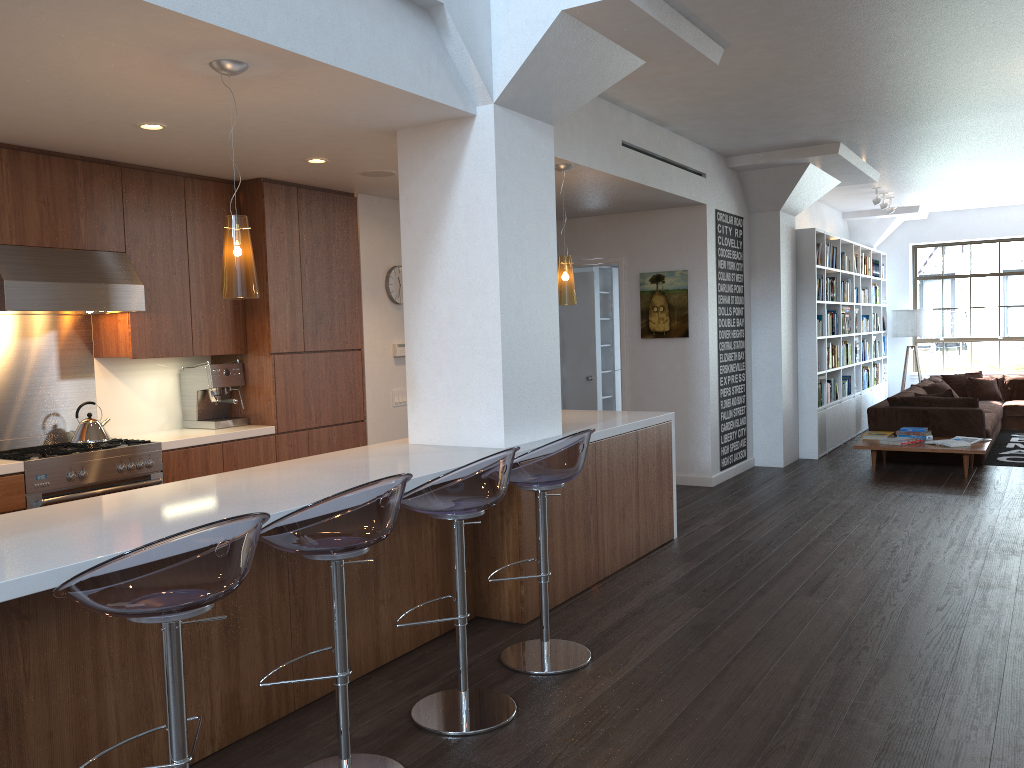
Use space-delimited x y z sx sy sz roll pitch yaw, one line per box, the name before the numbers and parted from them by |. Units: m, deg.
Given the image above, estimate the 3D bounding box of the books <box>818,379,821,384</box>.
books | 3.230 -0.033 9.551 0.174 0.045 0.240 -1 4 21

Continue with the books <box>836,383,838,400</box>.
books | 3.670 0.069 10.268 0.174 0.236 0.142 0 4 31

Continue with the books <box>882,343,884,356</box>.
books | 5.340 -0.507 12.956 0.161 0.213 0.118 0 4 32

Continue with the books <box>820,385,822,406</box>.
books | 3.258 0.128 9.576 0.161 0.223 0.032 0 4 32

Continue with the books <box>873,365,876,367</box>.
books | 5.007 -0.126 12.463 0.198 0.284 0.066 0 4 32

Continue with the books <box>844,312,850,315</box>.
books | 4.041 -0.867 10.929 0.223 0.027 0.161 -1 4 21

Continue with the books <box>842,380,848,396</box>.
books | 4.027 0.046 10.833 0.139 0.191 0.036 0 4 32

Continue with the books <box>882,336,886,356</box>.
books | 5.415 -0.556 13.085 0.176 0.290 0.053 0 4 32

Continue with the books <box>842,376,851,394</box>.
books | 4.141 0.011 11.027 0.140 0.231 0.042 0 4 32

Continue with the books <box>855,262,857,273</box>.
books | 4.253 -1.491 11.189 0.161 0.207 0.130 0 4 31

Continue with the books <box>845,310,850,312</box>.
books | 4.054 -0.892 10.909 0.144 0.024 0.208 1 4 37

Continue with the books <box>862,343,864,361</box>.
books | 4.500 -0.418 11.596 0.174 0.243 0.085 0 4 32

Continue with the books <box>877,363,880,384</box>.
books | 5.188 -0.151 12.740 0.176 0.290 0.053 0 4 32

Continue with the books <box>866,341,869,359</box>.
books | 4.701 -0.447 11.934 0.170 0.251 0.118 0 4 32

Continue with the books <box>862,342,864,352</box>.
books | 4.515 -0.426 11.633 0.182 0.255 0.077 0 4 32

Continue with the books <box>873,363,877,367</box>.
books | 5.091 -0.140 12.542 0.140 0.298 0.044 0 4 32

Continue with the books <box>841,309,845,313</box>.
books | 3.850 -0.864 10.552 0.174 0.045 0.240 0 4 31

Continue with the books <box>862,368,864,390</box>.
books | 4.520 -0.063 11.657 0.198 0.284 0.066 0 4 31

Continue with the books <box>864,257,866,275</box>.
books | 4.607 -1.557 11.775 0.171 0.246 0.057 0 4 32

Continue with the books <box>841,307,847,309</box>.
books | 3.844 -0.899 10.526 0.223 0.027 0.161 1 4 41

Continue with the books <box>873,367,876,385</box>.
books | 4.991 -0.107 12.406 0.183 0.253 0.037 0 4 32

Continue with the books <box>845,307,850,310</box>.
books | 4.056 -0.925 10.900 0.185 0.043 0.129 -5 5 -44

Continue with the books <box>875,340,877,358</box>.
books | 5.040 -0.492 12.489 0.183 0.253 0.042 0 4 32

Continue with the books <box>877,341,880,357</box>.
books | 5.158 -0.493 12.680 0.168 0.228 0.139 0 4 32

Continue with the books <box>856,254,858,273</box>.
books | 4.323 -1.523 11.316 0.160 0.251 0.039 0 4 32

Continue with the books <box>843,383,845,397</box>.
books | 3.950 0.070 10.698 0.120 0.167 0.020 0 4 32

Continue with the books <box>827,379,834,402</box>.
books | 3.573 0.068 10.120 0.180 0.259 0.042 0 4 32

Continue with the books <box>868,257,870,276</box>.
books | 4.740 -1.578 11.988 0.183 0.253 0.034 0 4 32

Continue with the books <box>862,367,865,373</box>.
books | 4.585 -0.074 11.746 0.176 0.290 0.053 0 4 31

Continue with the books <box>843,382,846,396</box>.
books | 3.982 0.066 10.738 0.107 0.167 0.017 0 4 32

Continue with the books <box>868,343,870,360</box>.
books | 4.746 -0.437 11.994 0.161 0.222 0.084 0 4 32

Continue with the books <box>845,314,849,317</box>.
books | 4.042 -0.836 10.903 0.161 0.033 0.223 0 4 32

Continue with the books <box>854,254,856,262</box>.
books | 4.285 -1.519 11.262 0.160 0.251 0.031 0 4 32

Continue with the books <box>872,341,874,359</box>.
books | 4.891 -0.473 12.236 0.174 0.251 0.051 0 4 32

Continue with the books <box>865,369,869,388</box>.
books | 4.716 -0.071 11.946 0.183 0.253 0.034 0 4 31

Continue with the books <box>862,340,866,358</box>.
books | 4.588 -0.453 11.763 0.197 0.290 0.136 0 4 32

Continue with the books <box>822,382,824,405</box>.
books | 3.308 0.106 9.684 0.180 0.251 0.048 0 4 32

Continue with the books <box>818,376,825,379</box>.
books | 3.224 -0.068 9.526 0.223 0.027 0.161 1 4 41

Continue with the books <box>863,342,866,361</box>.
books | 4.548 -0.427 11.667 0.182 0.253 0.098 0 4 32

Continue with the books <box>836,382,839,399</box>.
books | 3.707 0.080 10.313 0.161 0.207 0.135 0 4 31

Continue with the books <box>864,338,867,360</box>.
books | 4.624 -0.458 11.814 0.176 0.293 0.125 0 4 32

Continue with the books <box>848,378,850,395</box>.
books | 4.100 0.032 10.954 0.146 0.202 0.027 0 4 32

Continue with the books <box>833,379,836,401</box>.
books | 3.624 0.066 10.190 0.183 0.253 0.042 0 4 32

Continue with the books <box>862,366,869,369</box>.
books | 4.725 -0.092 11.979 0.176 0.290 0.036 0 4 31

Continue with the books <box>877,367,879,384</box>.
books | 5.147 -0.124 12.669 0.171 0.246 0.057 0 4 32

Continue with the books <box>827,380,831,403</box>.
books | 3.495 0.080 9.989 0.183 0.253 0.042 0 4 32

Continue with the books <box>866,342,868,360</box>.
books | 4.676 -0.440 11.887 0.174 0.242 0.105 0 4 32
